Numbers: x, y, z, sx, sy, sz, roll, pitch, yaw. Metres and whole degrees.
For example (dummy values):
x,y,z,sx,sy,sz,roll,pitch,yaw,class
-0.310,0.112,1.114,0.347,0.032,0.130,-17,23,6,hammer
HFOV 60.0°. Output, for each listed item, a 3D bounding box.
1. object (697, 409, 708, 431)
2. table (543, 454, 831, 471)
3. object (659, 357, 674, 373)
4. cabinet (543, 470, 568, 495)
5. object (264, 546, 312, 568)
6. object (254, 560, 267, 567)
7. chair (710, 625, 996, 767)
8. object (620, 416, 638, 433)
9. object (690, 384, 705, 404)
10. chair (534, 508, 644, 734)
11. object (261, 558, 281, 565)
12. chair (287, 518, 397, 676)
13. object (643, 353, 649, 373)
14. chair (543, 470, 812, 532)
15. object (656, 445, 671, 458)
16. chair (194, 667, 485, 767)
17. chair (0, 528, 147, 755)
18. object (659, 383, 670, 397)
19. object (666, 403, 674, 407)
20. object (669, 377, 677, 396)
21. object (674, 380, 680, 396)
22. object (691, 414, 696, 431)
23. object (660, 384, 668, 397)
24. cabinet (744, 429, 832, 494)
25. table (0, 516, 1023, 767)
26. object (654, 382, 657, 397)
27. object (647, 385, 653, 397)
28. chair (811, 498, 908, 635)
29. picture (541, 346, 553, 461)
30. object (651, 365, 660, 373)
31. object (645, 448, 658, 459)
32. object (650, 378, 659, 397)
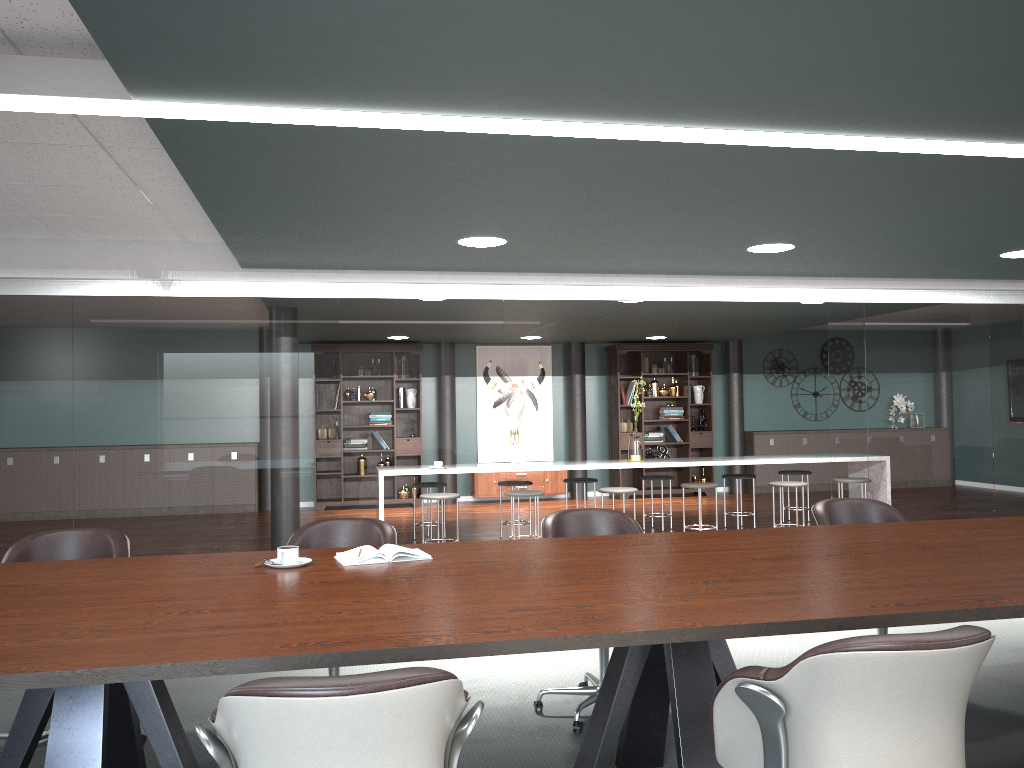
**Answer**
x,y,z,sx,sy,sz,roll,pitch,yaw,class
2.505,0.478,11.759,0.116,0.286,0.215,0,-2,-16,object
1.119,1.034,7.860,4.577,0.699,0.609,-1,-2,-11,table
2.017,-0.244,11.697,0.196,0.221,0.184,-1,-2,-11,object
0.088,1.233,11.384,1.200,0.379,0.368,-1,-2,-11,cabinet
-0.699,0.538,2.767,0.146,0.056,0.146,-1,-2,13,object
-0.780,0.556,2.751,0.041,0.021,0.044,0,-2,-19,object
0.730,0.843,1.839,0.533,0.761,0.523,0,-2,-35,chair
1.496,0.522,11.566,0.250,0.221,0.186,-1,-2,-13,object
2.436,0.134,11.803,0.268,0.262,0.137,-2,-2,28,object
0.349,0.894,3.483,0.535,0.761,0.518,-1,-2,-5,chair
-0.754,0.557,2.764,0.034,0.012,0.155,0,-2,-34,object
-0.644,0.904,3.283,0.535,0.761,0.518,-1,-2,9,chair
1.742,-0.266,11.659,0.104,0.273,0.104,-2,-2,25,object
1.139,1.130,7.921,4.029,0.512,1.479,-1,-2,-12,chair
1.987,0.938,11.708,0.233,0.268,0.051,-1,-2,-11,object
-0.291,0.853,1.633,0.533,0.761,0.523,0,-2,-30,chair
-1.574,0.914,3.096,0.535,0.761,0.518,-1,-2,-5,chair
1.993,0.076,11.582,0.144,0.175,0.073,-1,-2,-10,object
2.082,0.280,11.700,0.104,0.052,0.100,-1,-2,-7,object
2.117,0.036,11.657,0.108,0.256,0.108,-2,-2,23,object
2.182,0.055,11.765,0.092,0.222,0.092,-2,-2,23,object
2.394,0.510,11.721,0.077,0.228,0.077,0,-2,-28,object
2.008,0.083,11.710,0.099,0.169,0.099,0,-2,-37,object
0.059,1.087,11.362,12.287,0.820,0.402,-1,-2,-11,cabinet
1.226,0.889,2.770,6.694,0.706,1.374,-1,-2,-11,table
1.869,0.071,11.553,0.040,0.191,0.040,-1,-2,-2,object
1.795,0.087,11.568,0.079,0.161,0.080,-1,-2,14,object
1.526,0.882,3.720,0.535,0.761,0.518,-1,-2,-5,chair
0.038,0.257,11.581,1.002,1.512,0.031,-1,-2,-11,picture
1.882,-0.195,11.657,0.096,0.126,0.106,-2,-2,39,object
1.795,0.951,11.551,0.224,0.238,0.159,-1,-2,-11,object
1.876,0.043,11.663,0.114,0.251,0.114,-1,-2,14,object
